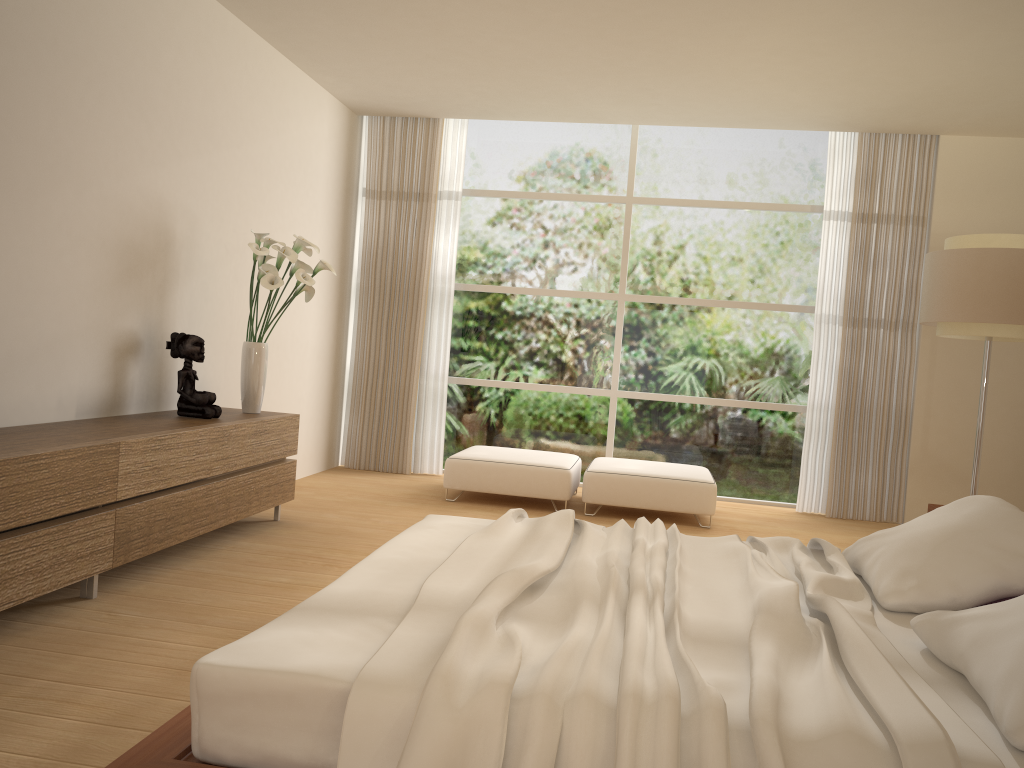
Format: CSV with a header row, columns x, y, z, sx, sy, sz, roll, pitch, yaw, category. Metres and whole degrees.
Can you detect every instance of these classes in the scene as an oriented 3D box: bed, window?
x,y,z,sx,sy,sz,roll,pitch,yaw,category
0.584,0.820,2.556,2.535,0.570,2.599,5,2,9,bed
0.958,-0.757,7.749,4.781,3.371,0.071,5,2,9,window

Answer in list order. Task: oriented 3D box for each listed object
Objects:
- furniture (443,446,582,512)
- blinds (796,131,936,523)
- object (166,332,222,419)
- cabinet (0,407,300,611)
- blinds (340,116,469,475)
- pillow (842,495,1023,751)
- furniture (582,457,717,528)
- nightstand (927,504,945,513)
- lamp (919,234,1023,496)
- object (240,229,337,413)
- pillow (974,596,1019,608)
x,y,z,sx,sy,sz,roll,pitch,yaw,category
0.030,0.720,6.958,0.965,0.346,0.964,5,2,9,furniture
2.855,-0.581,7.129,0.814,3.351,0.202,5,2,8,blinds
-1.717,-0.047,4.815,0.282,0.453,0.181,5,2,9,object
-1.921,0.540,3.696,0.588,0.662,3.713,5,2,9,cabinet
-0.958,-0.894,7.799,0.950,3.352,0.211,5,2,8,blinds
1.364,0.557,2.463,0.561,0.339,1.720,5,2,9,pillow
1.049,0.803,6.793,0.965,0.346,0.964,5,2,9,furniture
1.987,0.947,2.385,0.493,0.539,4.220,5,2,9,nightstand
2.810,0.156,5.298,0.817,2.018,0.817,3,3,-38,lamp
-1.373,-0.357,5.252,0.515,1.085,0.608,3,3,-33,object
1.632,0.564,2.426,0.575,0.369,1.683,5,2,9,pillow
